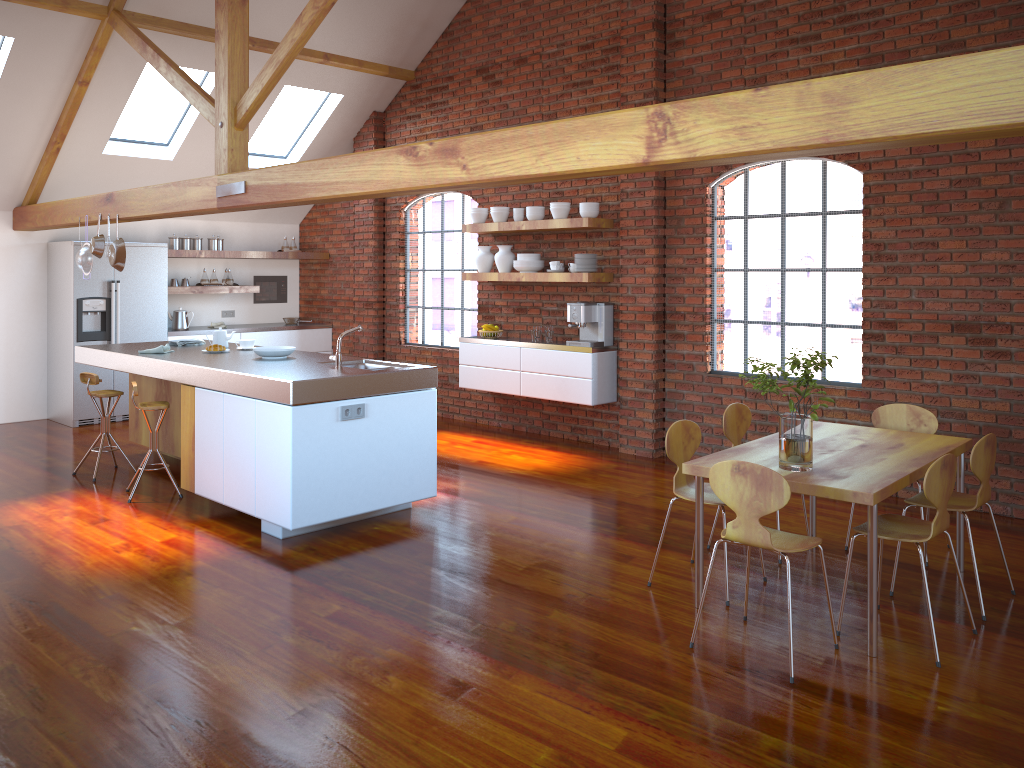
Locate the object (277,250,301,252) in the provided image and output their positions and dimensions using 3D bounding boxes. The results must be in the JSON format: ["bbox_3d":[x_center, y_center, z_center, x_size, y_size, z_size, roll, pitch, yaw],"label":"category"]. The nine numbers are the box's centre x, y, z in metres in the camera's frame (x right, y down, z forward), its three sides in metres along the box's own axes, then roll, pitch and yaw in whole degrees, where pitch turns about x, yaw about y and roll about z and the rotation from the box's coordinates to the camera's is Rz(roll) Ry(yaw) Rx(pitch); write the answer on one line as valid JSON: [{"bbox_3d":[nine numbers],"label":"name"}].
[{"bbox_3d":[-4.498,-2.682,17.767,0.335,0.056,0.385,7,10,43],"label":"object"}]

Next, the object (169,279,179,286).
[{"bbox_3d":[-6.159,-1.851,16.040,0.182,0.140,0.183,-1,5,-17],"label":"object"}]

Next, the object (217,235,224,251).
[{"bbox_3d":[-5.613,-2.688,16.811,0.220,0.304,0.218,2,3,40],"label":"object"}]

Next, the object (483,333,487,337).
[{"bbox_3d":[-0.443,-0.795,14.138,0.079,0.078,0.095,-1,4,-12],"label":"object"}]

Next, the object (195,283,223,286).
[{"bbox_3d":[-5.694,-1.875,16.553,0.335,0.056,0.385,7,10,43],"label":"object"}]

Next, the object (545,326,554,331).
[{"bbox_3d":[0.565,-0.767,13.147,0.133,0.178,0.134,-2,3,-33],"label":"object"}]

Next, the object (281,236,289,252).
[{"bbox_3d":[-4.560,-2.817,17.699,0.159,0.328,0.160,-1,2,-33],"label":"object"}]

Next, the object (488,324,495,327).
[{"bbox_3d":[-0.338,-0.916,14.208,0.119,0.105,0.117,-2,5,-29],"label":"object"}]

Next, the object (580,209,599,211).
[{"bbox_3d":[1.114,-2.458,12.657,0.284,0.104,0.286,-1,6,-6],"label":"object"}]

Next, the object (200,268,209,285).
[{"bbox_3d":[-5.757,-2.011,16.485,0.159,0.328,0.160,-1,2,-33],"label":"object"}]

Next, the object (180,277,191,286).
[{"bbox_3d":[-6.015,-1.885,16.186,0.182,0.171,0.183,0,4,-3],"label":"object"}]

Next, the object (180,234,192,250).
[{"bbox_3d":[-6.020,-2.614,16.222,0.220,0.304,0.218,2,3,40],"label":"object"}]

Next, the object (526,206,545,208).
[{"bbox_3d":[0.359,-2.648,13.431,0.285,0.104,0.285,5,8,39],"label":"object"}]

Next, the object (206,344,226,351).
[{"bbox_3d":[-3.666,-0.449,10.892,0.236,0.088,0.107,-3,5,-26],"label":"object"}]

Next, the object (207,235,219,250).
[{"bbox_3d":[-5.596,-2.646,16.476,0.220,0.304,0.218,2,3,40],"label":"object"}]

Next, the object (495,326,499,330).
[{"bbox_3d":[-0.249,-0.901,14.187,0.080,0.079,0.094,0,4,-4],"label":"object"}]

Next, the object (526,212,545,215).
[{"bbox_3d":[0.359,-2.559,13.431,0.285,0.104,0.285,5,8,39],"label":"object"}]

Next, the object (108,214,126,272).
[{"bbox_3d":[-5.243,-1.865,11.651,0.118,0.761,0.455,0,2,-40],"label":"object"}]

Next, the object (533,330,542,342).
[{"bbox_3d":[0.381,-0.717,13.274,0.134,0.178,0.133,-1,3,-16],"label":"object"}]

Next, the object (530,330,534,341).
[{"bbox_3d":[0.345,-0.742,13.492,0.133,0.178,0.134,1,3,15],"label":"object"}]

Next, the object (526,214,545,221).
[{"bbox_3d":[0.359,-2.530,13.431,0.285,0.104,0.285,5,8,39],"label":"object"}]

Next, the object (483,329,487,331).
[{"bbox_3d":[-0.431,-0.879,14.155,0.077,0.090,0.088,2,4,33],"label":"object"}]

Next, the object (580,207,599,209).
[{"bbox_3d":[1.114,-2.481,12.657,0.284,0.104,0.286,-1,6,-6],"label":"object"}]

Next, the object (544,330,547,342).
[{"bbox_3d":[0.554,-0.731,13.388,0.134,0.178,0.133,-1,3,-16],"label":"object"}]

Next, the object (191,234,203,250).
[{"bbox_3d":[-5.883,-2.639,16.421,0.220,0.304,0.218,2,3,40],"label":"object"}]

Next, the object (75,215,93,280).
[{"bbox_3d":[-6.018,-1.912,12.307,0.468,0.907,0.145,2,1,45],"label":"object"}]

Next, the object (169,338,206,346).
[{"bbox_3d":[-4.416,-0.571,11.963,0.283,0.085,0.400,7,9,44],"label":"object"}]

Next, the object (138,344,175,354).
[{"bbox_3d":[-4.368,-0.438,10.790,0.335,0.105,0.352,1,7,7],"label":"object"}]

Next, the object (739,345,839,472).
[{"bbox_3d":[1.997,0.175,6.393,0.731,0.892,0.670,0,3,0],"label":"object"}]

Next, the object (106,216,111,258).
[{"bbox_3d":[-5.434,-1.977,11.861,0.079,0.569,0.076,0,0,-20],"label":"object"}]

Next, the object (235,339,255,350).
[{"bbox_3d":[-3.394,-0.505,11.261,0.214,0.119,0.200,3,6,29],"label":"object"}]

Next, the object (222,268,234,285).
[{"bbox_3d":[-5.452,-2.058,16.878,0.160,0.330,0.348,-1,4,-36],"label":"object"}]

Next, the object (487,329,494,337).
[{"bbox_3d":[-0.341,-0.819,14.126,0.132,0.112,0.131,-1,4,-12],"label":"object"}]

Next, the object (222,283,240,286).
[{"bbox_3d":[-5.451,-1.915,16.877,0.335,0.056,0.385,-5,9,-36],"label":"object"}]

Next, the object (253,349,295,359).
[{"bbox_3d":[-2.756,-0.354,10.200,0.483,0.094,0.486,2,7,16],"label":"object"}]

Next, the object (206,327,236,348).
[{"bbox_3d":[-3.802,-0.606,11.498,0.339,0.266,0.203,-4,4,-39],"label":"object"}]

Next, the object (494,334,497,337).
[{"bbox_3d":[-0.288,-0.825,14.231,0.120,0.118,0.117,-3,5,-37],"label":"object"}]

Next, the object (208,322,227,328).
[{"bbox_3d":[-5.591,-1.124,16.671,0.350,0.105,0.338,-3,7,-23],"label":"object"}]

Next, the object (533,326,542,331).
[{"bbox_3d":[0.381,-0.783,13.274,0.134,0.178,0.133,-1,3,-16],"label":"object"}]

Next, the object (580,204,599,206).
[{"bbox_3d":[1.114,-2.525,12.657,0.284,0.104,0.286,-1,6,-6],"label":"object"}]

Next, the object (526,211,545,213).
[{"bbox_3d":[0.359,-2.582,13.431,0.285,0.104,0.285,5,8,39],"label":"object"}]

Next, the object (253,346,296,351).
[{"bbox_3d":[-2.756,-0.372,10.200,0.483,0.094,0.486,2,7,16],"label":"object"}]

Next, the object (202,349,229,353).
[{"bbox_3d":[-3.659,-0.406,10.874,0.334,0.023,0.335,-3,8,-24],"label":"object"}]

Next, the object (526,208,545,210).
[{"bbox_3d":[0.359,-2.625,13.431,0.285,0.104,0.285,5,8,39],"label":"object"}]

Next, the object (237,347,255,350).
[{"bbox_3d":[-3.388,-0.452,11.258,0.264,0.021,0.265,-2,7,-17],"label":"object"}]

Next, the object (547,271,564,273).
[{"bbox_3d":[0.647,-1.661,13.056,0.264,0.021,0.266,1,7,5],"label":"object"}]

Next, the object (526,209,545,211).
[{"bbox_3d":[0.359,-2.605,13.431,0.285,0.104,0.285,5,8,39],"label":"object"}]

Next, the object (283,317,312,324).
[{"bbox_3d":[-4.370,-1.272,17.816,0.598,0.127,0.335,3,7,25],"label":"object"}]

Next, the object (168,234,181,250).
[{"bbox_3d":[-6.153,-2.590,16.031,0.220,0.304,0.218,2,3,40],"label":"object"}]

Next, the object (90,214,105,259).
[{"bbox_3d":[-5.693,-2.027,12.056,0.146,0.615,0.333,0,1,-41],"label":"object"}]

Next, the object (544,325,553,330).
[{"bbox_3d":[0.554,-0.797,13.388,0.134,0.178,0.133,-1,3,-16],"label":"object"}]

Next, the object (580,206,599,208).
[{"bbox_3d":[1.114,-2.505,12.657,0.284,0.104,0.286,-1,6,-6],"label":"object"}]

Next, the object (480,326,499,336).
[{"bbox_3d":[-0.353,-0.850,14.062,0.302,0.162,0.110,-1,2,-9],"label":"object"}]

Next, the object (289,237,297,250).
[{"bbox_3d":[-4.434,-2.833,17.836,0.160,0.329,0.160,0,1,-2],"label":"object"}]

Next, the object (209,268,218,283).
[{"bbox_3d":[-5.631,-2.026,16.622,0.160,0.329,0.160,0,1,-2],"label":"object"}]

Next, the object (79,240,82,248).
[{"bbox_3d":[-6.195,-2.150,12.632,0.040,0.495,0.101,0,0,-30],"label":"object"}]

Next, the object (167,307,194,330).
[{"bbox_3d":[-6.083,-1.197,16.100,0.518,0.408,0.311,-1,3,-14],"label":"object"}]

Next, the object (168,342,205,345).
[{"bbox_3d":[-4.441,-0.553,12.020,0.397,0.045,0.284,1,7,9],"label":"object"}]
